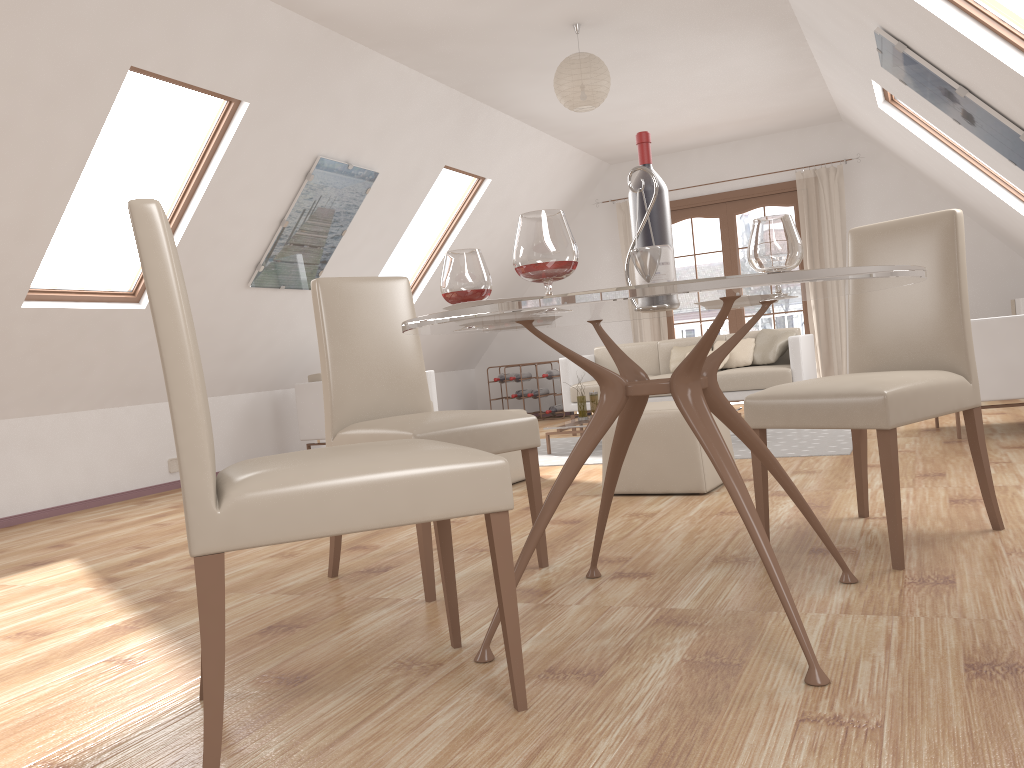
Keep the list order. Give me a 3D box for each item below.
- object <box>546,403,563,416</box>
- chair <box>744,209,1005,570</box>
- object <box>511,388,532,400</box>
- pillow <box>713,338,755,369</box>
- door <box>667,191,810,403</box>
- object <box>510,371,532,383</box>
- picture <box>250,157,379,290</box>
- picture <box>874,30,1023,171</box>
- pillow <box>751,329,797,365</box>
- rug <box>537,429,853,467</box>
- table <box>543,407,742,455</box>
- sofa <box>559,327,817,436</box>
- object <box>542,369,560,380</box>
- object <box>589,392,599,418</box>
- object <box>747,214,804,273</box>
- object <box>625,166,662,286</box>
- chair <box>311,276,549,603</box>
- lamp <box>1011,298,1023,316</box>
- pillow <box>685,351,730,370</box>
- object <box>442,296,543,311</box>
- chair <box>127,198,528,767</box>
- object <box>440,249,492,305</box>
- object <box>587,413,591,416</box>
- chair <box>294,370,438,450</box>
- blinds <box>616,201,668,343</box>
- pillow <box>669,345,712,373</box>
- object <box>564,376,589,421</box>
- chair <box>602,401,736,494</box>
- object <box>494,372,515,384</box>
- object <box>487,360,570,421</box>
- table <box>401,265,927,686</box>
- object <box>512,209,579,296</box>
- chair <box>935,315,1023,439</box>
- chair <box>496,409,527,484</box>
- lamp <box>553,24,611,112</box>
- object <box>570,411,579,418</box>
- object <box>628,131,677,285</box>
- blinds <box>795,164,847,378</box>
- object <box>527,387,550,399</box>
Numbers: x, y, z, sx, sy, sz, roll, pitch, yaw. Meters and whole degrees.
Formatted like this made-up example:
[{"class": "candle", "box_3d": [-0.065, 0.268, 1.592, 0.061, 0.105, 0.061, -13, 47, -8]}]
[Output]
[{"class": "object", "box_3d": [0.454, 0.276, 9.335, 0.109, 0.109, 0.435, -5, 2, 26]}, {"class": "chair", "box_3d": [1.094, -0.015, 2.725, 0.618, 0.999, 0.477, -7, 2, -37]}, {"class": "object", "box_3d": [0.100, 0.114, 9.491, 0.109, 0.109, 0.435, -5, 2, 26]}, {"class": "pillow", "box_3d": [1.754, -0.242, 7.058, 0.351, 0.225, 0.196, -5, 2, 31]}, {"class": "door", "box_3d": [2.225, -0.818, 8.868, 1.546, 2.001, 0.098, -5, 2, 26]}, {"class": "object", "box_3d": [0.082, -0.070, 9.489, 0.109, 0.109, 0.435, -5, 2, 26]}, {"class": "picture", "box_3d": [-1.332, -1.056, 6.030, 0.683, 0.738, 0.650, -5, 2, 26]}, {"class": "picture", "box_3d": [2.188, -1.348, 4.341, 0.683, 0.738, 0.650, -5, 2, 26]}, {"class": "pillow", "box_3d": [2.015, -0.296, 6.881, 0.269, 0.276, 0.424, -6, 2, -15]}, {"class": "rug", "box_3d": [0.842, 0.418, 5.944, 2.800, 0.007, 1.600, -5, 2, 26]}, {"class": "table", "box_3d": [0.897, 0.320, 5.985, 1.173, 0.190, 0.730, -5, 2, 26]}, {"class": "sofa", "box_3d": [1.415, -0.021, 7.124, 1.880, 0.706, 0.820, -5, 2, 26]}, {"class": "object", "box_3d": [0.419, -0.098, 9.327, 0.109, 0.109, 0.435, -5, 2, 26]}, {"class": "object", "box_3d": [0.587, 0.150, 6.308, 0.075, 0.185, 0.075, -7, 2, -33]}, {"class": "object", "box_3d": [0.658, -0.325, 2.216, 0.136, 0.183, 0.136, -7, 2, -38]}, {"class": "object", "box_3d": [0.318, -0.360, 2.125, 0.086, 0.322, 0.096, -6, 2, -12]}, {"class": "chair", "box_3d": [-0.296, 0.114, 2.875, 0.477, 0.999, 0.618, -7, 2, -40]}, {"class": "lamp", "box_3d": [4.314, -0.534, 7.414, 0.180, 0.375, 0.221, -6, 2, -31]}, {"class": "pillow", "box_3d": [1.526, -0.177, 7.009, 0.363, 0.170, 0.227, -5, 2, 31]}, {"class": "object", "box_3d": [-0.033, -0.170, 1.966, 0.228, 0.020, 0.228, -6, 2, -19]}, {"class": "chair", "box_3d": [-0.374, 0.152, 1.781, 0.618, 0.999, 0.477, -6, 2, -20]}, {"class": "object", "box_3d": [-0.118, -0.252, 2.295, 0.136, 0.183, 0.136, -5, 2, 4]}, {"class": "object", "box_3d": [0.808, 0.114, 9.374, 0.115, 0.443, 0.120, -5, 2, 20]}, {"class": "chair", "box_3d": [-1.104, 0.228, 6.906, 0.820, 0.706, 0.748, -5, 2, 28]}, {"class": "blinds", "box_3d": [1.380, -0.839, 9.164, 0.423, 2.130, 0.120, -5, 2, 23]}, {"class": "pillow", "box_3d": [1.450, -0.218, 7.209, 0.351, 0.235, 0.185, -5, 2, 29]}, {"class": "object", "box_3d": [0.475, 0.075, 6.231, 0.184, 0.359, 0.123, -6, 2, -23]}, {"class": "chair", "box_3d": [0.727, 0.281, 4.140, 0.506, 0.394, 0.506, -5, 2, 30]}, {"class": "object", "box_3d": [-0.086, -0.059, 9.563, 0.110, 0.110, 0.439, -5, 2, 26]}, {"class": "object", "box_3d": [0.202, 0.080, 9.488, 0.854, 0.608, 0.417, -5, 2, 26]}, {"class": "table", "box_3d": [0.373, 0.183, 2.141, 1.198, 0.770, 1.198, -7, 2, -44]}, {"class": "object", "box_3d": [0.069, -0.257, 1.813, 0.136, 0.183, 0.136, -5, 2, 4]}, {"class": "chair", "box_3d": [2.836, -0.099, 5.005, 0.820, 0.706, 0.748, -5, 2, 15]}, {"class": "chair", "box_3d": [-0.195, 0.350, 4.849, 0.506, 0.394, 0.506, -5, 2, 30]}, {"class": "lamp", "box_3d": [0.407, -1.882, 5.267, 0.340, 0.497, 0.340, -6, 2, -25]}, {"class": "object", "box_3d": [0.643, 0.134, 9.221, 0.115, 0.443, 0.120, -5, 2, 20]}, {"class": "object", "box_3d": [0.355, -0.425, 2.269, 0.109, 0.435, 0.109, -5, 2, 21]}, {"class": "blinds", "box_3d": [2.980, -0.973, 8.354, 0.424, 2.129, 0.123, -5, 2, 20]}, {"class": "object", "box_3d": [0.268, 0.104, 9.411, 0.109, 0.109, 0.435, -5, 2, 26]}]
